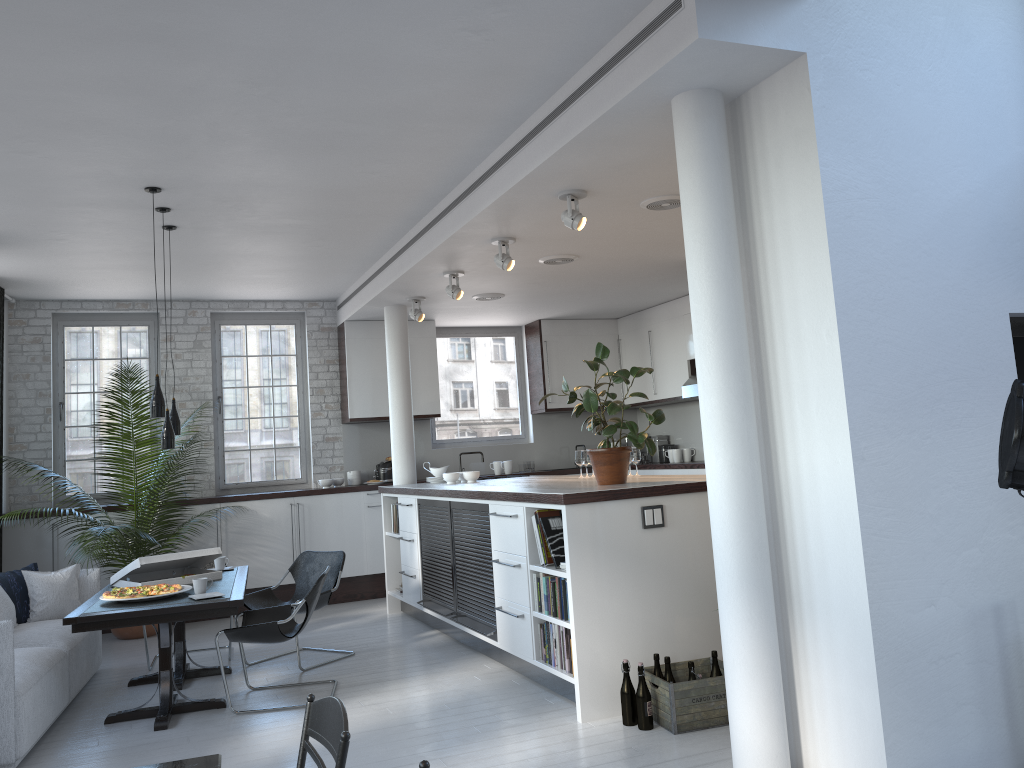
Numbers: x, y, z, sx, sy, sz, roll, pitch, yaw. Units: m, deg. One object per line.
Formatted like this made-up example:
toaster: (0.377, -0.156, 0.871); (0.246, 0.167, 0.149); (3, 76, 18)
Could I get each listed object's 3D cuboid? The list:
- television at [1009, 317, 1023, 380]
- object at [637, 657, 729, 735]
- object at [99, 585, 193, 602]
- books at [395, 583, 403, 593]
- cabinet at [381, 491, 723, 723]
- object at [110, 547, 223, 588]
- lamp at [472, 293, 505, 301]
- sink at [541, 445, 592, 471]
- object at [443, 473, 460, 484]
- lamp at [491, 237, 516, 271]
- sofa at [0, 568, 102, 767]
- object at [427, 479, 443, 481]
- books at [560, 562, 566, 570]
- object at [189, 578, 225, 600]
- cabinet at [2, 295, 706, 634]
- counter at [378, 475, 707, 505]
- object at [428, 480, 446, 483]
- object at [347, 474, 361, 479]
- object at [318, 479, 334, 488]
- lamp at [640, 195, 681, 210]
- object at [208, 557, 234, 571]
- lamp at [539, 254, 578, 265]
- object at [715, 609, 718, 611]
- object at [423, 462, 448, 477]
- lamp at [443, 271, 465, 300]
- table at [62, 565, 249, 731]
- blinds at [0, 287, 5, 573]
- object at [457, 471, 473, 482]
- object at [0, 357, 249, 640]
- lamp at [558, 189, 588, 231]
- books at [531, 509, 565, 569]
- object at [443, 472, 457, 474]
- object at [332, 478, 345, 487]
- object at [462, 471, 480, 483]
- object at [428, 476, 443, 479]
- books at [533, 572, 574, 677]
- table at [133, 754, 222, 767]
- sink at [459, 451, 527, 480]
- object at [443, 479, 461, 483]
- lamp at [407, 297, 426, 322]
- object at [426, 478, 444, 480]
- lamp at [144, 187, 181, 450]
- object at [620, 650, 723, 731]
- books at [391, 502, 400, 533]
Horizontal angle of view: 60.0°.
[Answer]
television: (3.794, 0.844, 4.503); (3.354, 2.437, 0.116); (-2, -7, -22)
object: (0.957, 1.621, 4.648); (0.455, 0.249, 0.388); (-2, -5, -17)
object: (-2.255, 1.306, 5.474); (0.532, 0.042, 0.530); (-2, -5, -25)
books: (-0.908, 1.782, 8.316); (0.293, 0.325, 0.470); (-1, -6, -25)
cabinet: (0.196, 1.386, 6.899); (1.501, 1.176, 4.152); (-2, -5, -22)
object: (-2.428, 1.285, 6.235); (0.591, 0.217, 0.585); (0, -6, -43)
lamp: (-0.236, -0.866, 8.848); (0.327, 0.025, 0.328); (-8, -6, 42)
sink: (0.802, 0.945, 10.706); (0.916, 0.415, 0.432); (-2, -6, -22)
object: (-0.543, 0.850, 7.972); (0.157, 0.093, 0.156); (-2, -5, -22)
lamp: (-0.055, -0.946, 6.537); (0.183, 0.239, 0.182); (-2, -6, -19)
sofa: (-3.283, 1.723, 5.580); (0.921, 0.774, 2.645); (-2, -5, -16)
object: (-0.702, 0.938, 8.616); (0.261, 0.028, 0.261); (-4, -4, 2)
books: (0.418, 1.008, 4.982); (0.272, 0.054, 0.203); (-2, -5, -27)
object: (-1.865, 1.240, 5.376); (0.176, 0.097, 0.300); (-1, -6, -32)
cabinet: (-0.406, 0.507, 6.935); (7.231, 3.014, 7.268); (-2, -5, -22)
counter: (0.153, 0.802, 6.977); (1.447, 0.061, 4.182); (-2, -5, -22)
object: (-0.701, 0.946, 8.616); (0.262, 0.028, 0.260); (-1, -5, -33)
object: (-1.756, 1.035, 9.854); (0.153, 0.063, 0.152); (-5, -5, 7)
object: (-1.996, 1.073, 9.526); (0.157, 0.093, 0.156); (-2, -5, -24)
lamp: (1.008, -1.187, 5.816); (0.328, 0.025, 0.327); (-2, -5, -24)
object: (-2.221, 1.369, 6.742); (0.204, 0.099, 0.175); (-2, -5, -17)
lamp: (0.386, -1.026, 7.333); (0.328, 0.025, 0.327); (-3, -5, -17)
object: (1.268, 1.427, 4.814); (0.343, 0.623, 0.211); (-8, -8, 36)
object: (-0.734, 0.839, 8.630); (0.269, 0.174, 0.130); (-5, -6, 7)
lamp: (-0.492, -0.833, 7.604); (0.183, 0.239, 0.182); (-2, -6, -19)
table: (-2.258, 1.712, 5.904); (0.959, 0.706, 1.909); (-2, -5, -16)
blinds: (-4.655, 0.724, 7.897); (0.102, 3.328, 0.620); (-2, -7, -17)
object: (-0.431, 0.854, 8.127); (0.156, 0.093, 0.156); (0, -6, -37)
object: (-3.697, 1.053, 8.178); (1.919, 2.634, 2.394); (-7, -6, 25)
lamp: (0.383, -1.059, 5.470); (0.183, 0.239, 0.182); (-2, -6, -19)
books: (0.268, 0.900, 5.220); (0.186, 0.330, 0.322); (-1, -6, -22)
object: (-0.534, 0.856, 8.363); (0.235, 0.041, 0.235); (-5, -5, 18)
object: (-1.902, 1.077, 9.664); (0.156, 0.093, 0.156); (1, -7, -42)
object: (-0.365, 0.837, 7.965); (0.157, 0.093, 0.156); (-3, -5, -8)
object: (-0.703, 0.916, 8.619); (0.261, 0.028, 0.260); (-1, -5, -35)
books: (0.453, 1.205, 5.135); (0.492, 0.801, 0.538); (-1, -6, -22)
table: (-0.879, 1.259, 1.252); (0.891, 0.699, 1.987); (-2, -5, -18)
sink: (-0.227, 0.918, 8.715); (0.648, 0.521, 0.544); (-2, -6, -22)
object: (-0.531, 0.908, 8.356); (0.236, 0.041, 0.234); (-2, -5, -27)
lamp: (-0.930, -0.720, 8.671); (0.183, 0.239, 0.182); (-2, -6, -19)
object: (-0.702, 0.931, 8.617); (0.261, 0.028, 0.261); (-4, -4, 2)
lamp: (-2.415, -0.476, 6.163); (0.114, 1.861, 1.050); (-2, -6, -15)
object: (0.841, 1.588, 4.607); (0.556, 0.326, 0.288); (-4, -6, 4)
books: (-0.972, 1.232, 8.351); (0.253, 0.325, 0.507); (-2, -6, -22)
